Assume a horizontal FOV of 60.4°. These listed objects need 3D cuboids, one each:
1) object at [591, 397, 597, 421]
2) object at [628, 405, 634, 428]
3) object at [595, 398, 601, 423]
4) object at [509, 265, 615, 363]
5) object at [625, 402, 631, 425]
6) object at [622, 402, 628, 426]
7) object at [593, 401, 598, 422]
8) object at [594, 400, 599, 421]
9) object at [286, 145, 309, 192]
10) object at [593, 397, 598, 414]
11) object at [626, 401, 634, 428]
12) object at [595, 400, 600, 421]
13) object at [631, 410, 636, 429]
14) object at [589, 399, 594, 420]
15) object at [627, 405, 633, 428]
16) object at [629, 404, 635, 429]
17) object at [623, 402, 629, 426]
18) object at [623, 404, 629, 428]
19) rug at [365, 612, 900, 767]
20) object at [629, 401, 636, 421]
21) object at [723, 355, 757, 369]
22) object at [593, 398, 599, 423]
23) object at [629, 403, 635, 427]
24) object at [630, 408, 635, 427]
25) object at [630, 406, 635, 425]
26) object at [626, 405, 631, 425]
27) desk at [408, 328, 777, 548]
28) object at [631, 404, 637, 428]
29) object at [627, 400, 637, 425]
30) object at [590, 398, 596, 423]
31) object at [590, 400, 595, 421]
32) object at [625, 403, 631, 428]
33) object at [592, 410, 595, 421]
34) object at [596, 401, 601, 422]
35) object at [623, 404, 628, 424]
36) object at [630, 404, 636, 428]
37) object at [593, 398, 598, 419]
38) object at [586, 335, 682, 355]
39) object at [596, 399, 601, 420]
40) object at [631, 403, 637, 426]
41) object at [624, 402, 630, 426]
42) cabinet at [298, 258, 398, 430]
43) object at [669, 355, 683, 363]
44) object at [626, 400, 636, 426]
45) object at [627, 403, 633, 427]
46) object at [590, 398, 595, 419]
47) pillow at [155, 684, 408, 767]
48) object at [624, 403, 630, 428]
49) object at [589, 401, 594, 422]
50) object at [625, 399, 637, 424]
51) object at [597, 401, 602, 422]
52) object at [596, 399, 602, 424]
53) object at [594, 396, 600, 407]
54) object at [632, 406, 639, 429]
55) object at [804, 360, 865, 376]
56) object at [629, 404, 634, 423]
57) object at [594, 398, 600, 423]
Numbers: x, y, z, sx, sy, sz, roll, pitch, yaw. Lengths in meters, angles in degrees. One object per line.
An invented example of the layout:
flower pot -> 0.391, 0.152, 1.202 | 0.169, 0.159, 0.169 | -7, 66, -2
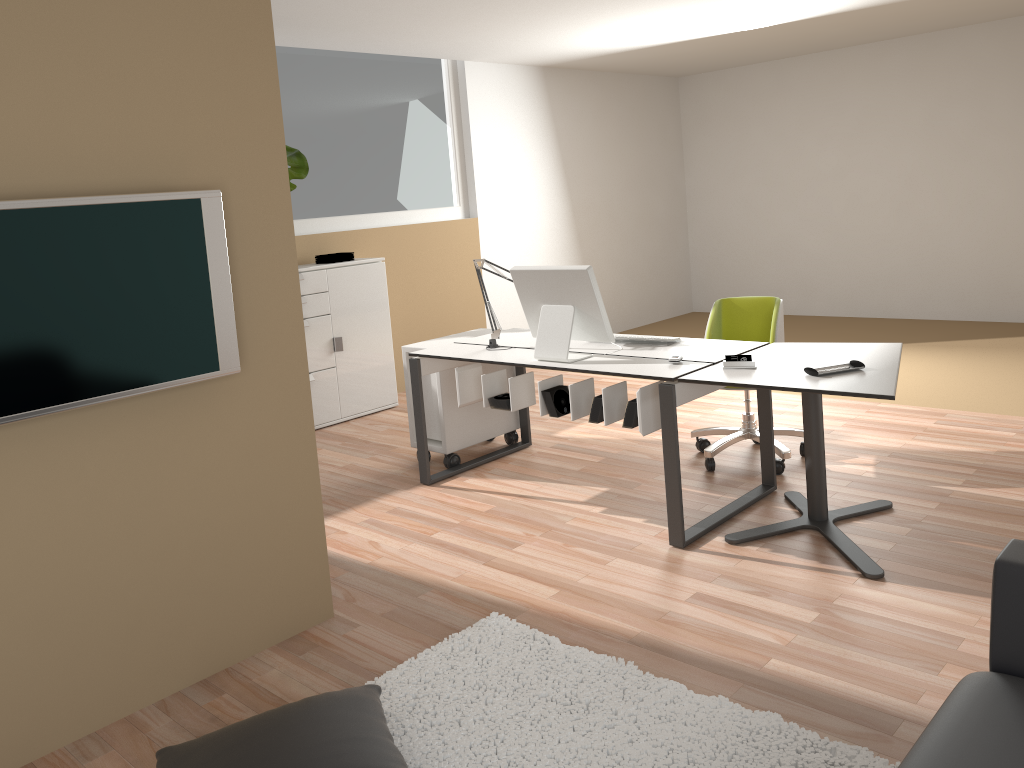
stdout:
object -> 0.390, 0.098, 3.779 | 0.040, 0.112, 0.135 | 1, 10, 43
object -> 0.533, 0.114, 3.644 | 0.040, 0.112, 0.135 | 1, 10, 43
object -> 0.407, 0.100, 3.763 | 0.040, 0.112, 0.135 | 1, 10, 43
object -> 0.222, -0.330, 4.008 | 0.467, 0.426, 0.200 | 4, 10, 44
object -> 0.519, 0.113, 3.657 | 0.040, 0.112, 0.135 | 1, 10, 43
object -> 0.509, 0.112, 3.666 | 0.040, 0.112, 0.135 | 1, 10, 43
object -> 0.399, 0.099, 3.771 | 0.040, 0.112, 0.135 | 1, 10, 43
object -> 0.402, 0.099, 3.768 | 0.040, 0.112, 0.135 | 1, 10, 43
object -> -1.707, -1.151, 5.754 | 0.265, 0.835, 0.870 | 0, 10, 41
object -> 0.393, 0.098, 3.776 | 0.039, 0.112, 0.135 | 1, 10, 43
object -> 0.526, 0.113, 3.651 | 0.039, 0.112, 0.135 | 1, 10, 43
object -> 0.405, 0.099, 3.765 | 0.040, 0.112, 0.135 | 1, 10, 43
object -> 0.544, 0.116, 3.634 | 0.039, 0.112, 0.135 | 1, 10, 43
object -> 0.382, 0.097, 3.787 | 0.040, 0.112, 0.135 | 1, 10, 43
object -> 0.529, 0.114, 3.648 | 0.040, 0.112, 0.135 | 1, 10, 43
object -> 0.536, 0.115, 3.641 | 0.040, 0.112, 0.135 | 1, 10, 43
object -> 0.512, 0.112, 3.663 | 0.040, 0.112, 0.135 | 1, 10, 43
object -> 0.514, 0.112, 3.662 | 0.040, 0.112, 0.135 | 1, 10, 43
rug -> -0.221, 1.064, 1.836 | 1.454, 0.045, 2.053 | 6, 16, 43
object -> 0.531, 0.114, 3.646 | 0.039, 0.112, 0.135 | 1, 10, 43
object -> 0.910, -0.093, 3.522 | 0.130, 0.055, 0.050 | -1, 9, 19
object -> 0.400, 0.099, 3.770 | 0.040, 0.112, 0.135 | 1, 10, 43
object -> 0.534, 0.115, 3.643 | 0.040, 0.112, 0.135 | 1, 10, 43
object -> 0.539, 0.115, 3.638 | 0.039, 0.112, 0.135 | 1, 10, 43
object -> 0.537, 0.115, 3.640 | 0.039, 0.112, 0.135 | 1, 10, 43
object -> 0.523, 0.113, 3.654 | 0.040, 0.112, 0.135 | 1, 10, 43
desk -> 0.347, 0.164, 4.298 | 1.606, 0.677, 0.815 | 6, 14, 43
object -> 0.543, 0.116, 3.635 | 0.040, 0.112, 0.135 | 1, 10, 43
object -> 0.526, 0.114, 3.651 | 0.040, 0.112, 0.135 | 1, 10, 43
object -> 0.389, 0.098, 3.781 | 0.040, 0.112, 0.135 | 1, 10, 43
object -> 0.387, 0.097, 3.782 | 0.040, 0.112, 0.135 | 1, 10, 43
object -> 0.521, 0.113, 3.655 | 0.040, 0.112, 0.135 | 1, 10, 43
object -> 0.395, 0.098, 3.774 | 0.039, 0.112, 0.135 | 1, 10, 43
object -> 0.410, 0.100, 3.760 | 0.040, 0.112, 0.135 | 1, 10, 43
object -> 0.511, 0.112, 3.665 | 0.040, 0.112, 0.135 | 1, 10, 43
object -> 0.539, 0.115, 3.638 | 0.040, 0.112, 0.135 | 1, 10, 43
object -> 0.397, 0.099, 3.773 | 0.040, 0.112, 0.135 | 1, 10, 43
object -> 0.518, -0.175, 4.223 | 0.457, 0.079, 0.393 | 5, 15, 38
object -> 0.409, 0.100, 3.762 | 0.040, 0.112, 0.135 | 1, 10, 43
object -> 0.541, 0.115, 3.636 | 0.040, 0.112, 0.135 | 1, 10, 43
object -> 0.516, 0.112, 3.660 | 0.040, 0.112, 0.135 | 1, 10, 43
cabinet -> -1.510, -0.232, 5.932 | 0.417, 1.070, 1.544 | 1, 11, 43
object -> 0.692, -0.106, 3.722 | 0.047, 0.021, 0.085 | 0, 12, 23
object -> 0.524, 0.113, 3.653 | 0.039, 0.112, 0.135 | 1, 10, 43
object -> 0.528, 0.114, 3.649 | 0.040, 0.112, 0.135 | 1, 10, 43
object -> 0.385, 0.097, 3.784 | 0.040, 0.112, 0.135 | 1, 10, 43
pillow -> -0.526, 0.943, 2.057 | 0.585, 0.207, 0.616 | -9, 12, -20
object -> 0.517, 0.113, 3.659 | 0.040, 0.112, 0.135 | 1, 10, 43
object -> 0.384, 0.097, 3.785 | 0.040, 0.112, 0.135 | 1, 10, 43
object -> 0.519, 0.113, 3.657 | 0.039, 0.112, 0.135 | 1, 10, 43
object -> 0.414, 0.100, 3.757 | 0.040, 0.112, 0.135 | 1, 10, 43
object -> 0.412, 0.100, 3.758 | 0.040, 0.112, 0.135 | 1, 10, 43
object -> 0.392, 0.098, 3.778 | 0.039, 0.112, 0.135 | 1, 10, 43
object -> 0.544, 0.116, 3.633 | 0.040, 0.112, 0.135 | 1, 10, 43
object -> 1.211, -0.060, 3.307 | 0.216, 0.030, 0.091 | -8, 12, -16
object -> 0.532, 0.114, 3.645 | 0.039, 0.112, 0.135 | 1, 10, 43
object -> 0.404, 0.099, 3.766 | 0.040, 0.112, 0.135 | 1, 10, 43
